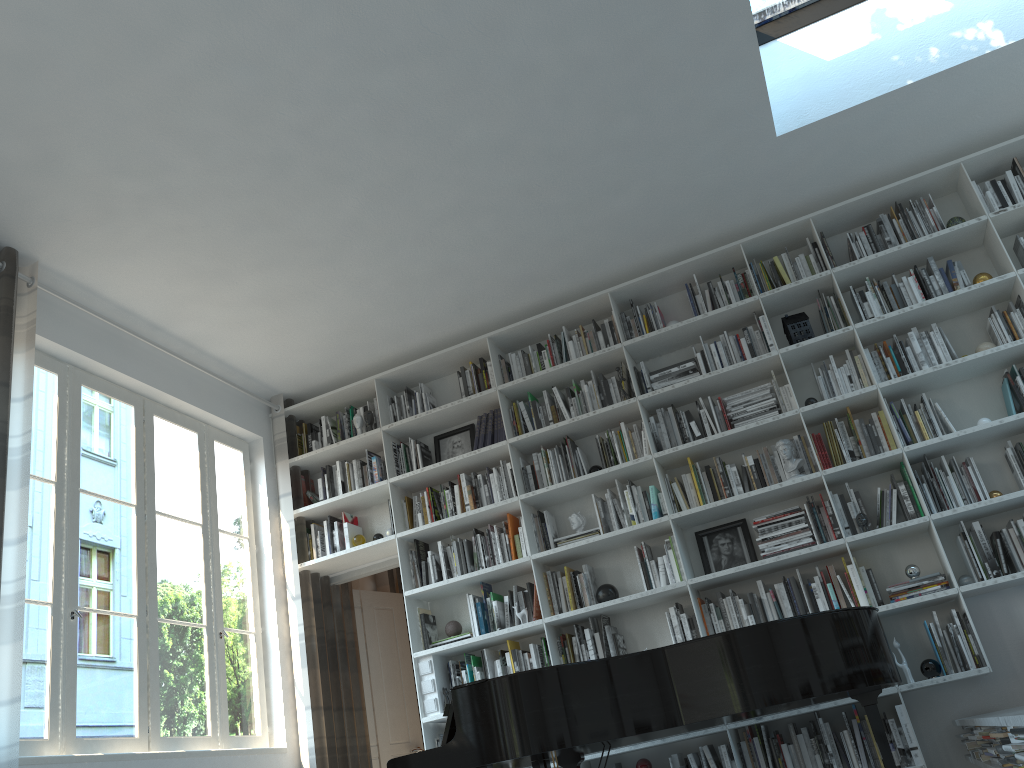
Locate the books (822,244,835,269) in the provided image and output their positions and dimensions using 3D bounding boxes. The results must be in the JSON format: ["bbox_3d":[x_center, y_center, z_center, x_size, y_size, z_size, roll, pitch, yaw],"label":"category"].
[{"bbox_3d":[1.877,-0.691,5.239,0.033,0.228,0.176,-19,-26,16],"label":"books"}]

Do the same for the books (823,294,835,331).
[{"bbox_3d":[1.840,-0.362,5.122,0.021,0.286,0.179,-19,-26,16],"label":"books"}]

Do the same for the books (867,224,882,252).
[{"bbox_3d":[2.132,-0.788,5.179,0.021,0.255,0.169,-19,-26,16],"label":"books"}]

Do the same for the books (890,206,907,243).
[{"bbox_3d":[2.255,-0.861,5.145,0.006,0.311,0.179,-19,-26,16],"label":"books"}]

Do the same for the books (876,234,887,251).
[{"bbox_3d":[2.168,-0.761,5.174,0.031,0.189,0.133,-19,-26,16],"label":"books"}]

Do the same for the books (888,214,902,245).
[{"bbox_3d":[2.240,-0.836,5.158,0.007,0.284,0.160,-19,-26,16],"label":"books"}]

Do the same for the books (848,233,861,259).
[{"bbox_3d":[2.025,-0.745,5.208,0.011,0.243,0.173,-19,-26,16],"label":"books"}]

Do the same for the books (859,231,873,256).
[{"bbox_3d":[2.084,-0.757,5.187,0.028,0.225,0.164,-19,-26,16],"label":"books"}]

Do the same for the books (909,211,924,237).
[{"bbox_3d":[2.344,-0.861,5.113,0.024,0.251,0.150,-19,-26,16],"label":"books"}]

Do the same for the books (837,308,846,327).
[{"bbox_3d":[1.917,-0.328,5.124,0.015,0.200,0.130,-19,-26,16],"label":"books"}]

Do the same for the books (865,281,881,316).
[{"bbox_3d":[2.075,-0.432,5.067,0.011,0.282,0.173,-19,-26,16],"label":"books"}]

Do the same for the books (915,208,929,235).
[{"bbox_3d":[2.367,-0.873,5.105,0.014,0.257,0.150,-19,-26,16],"label":"books"}]

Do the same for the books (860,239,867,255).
[{"bbox_3d":[2.073,-0.737,5.201,0.009,0.205,0.147,-19,-26,16],"label":"books"}]

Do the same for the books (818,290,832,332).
[{"bbox_3d":[1.830,-0.372,5.155,0.025,0.338,0.143,-19,-25,16],"label":"books"}]

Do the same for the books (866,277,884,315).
[{"bbox_3d":[2.082,-0.449,5.063,0.014,0.305,0.153,-19,-26,16],"label":"books"}]

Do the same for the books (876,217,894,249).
[{"bbox_3d":[2.174,-0.814,5.144,0.028,0.257,0.185,-19,-26,16],"label":"books"}]

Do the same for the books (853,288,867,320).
[{"bbox_3d":[2.012,-0.403,5.098,0.011,0.278,0.134,-19,-26,16],"label":"books"}]

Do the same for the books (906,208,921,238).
[{"bbox_3d":[2.327,-0.866,5.122,0.008,0.273,0.163,-19,-26,16],"label":"books"}]

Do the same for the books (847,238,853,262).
[{"bbox_3d":[1.989,-0.721,5.196,0.046,0.205,0.184,-19,-26,16],"label":"books"}]

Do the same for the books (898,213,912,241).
[{"bbox_3d":[2.283,-0.842,5.125,0.008,0.250,0.170,-19,-26,16],"label":"books"}]

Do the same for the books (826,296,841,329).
[{"bbox_3d":[1.883,-0.360,5.146,0.013,0.287,0.132,-19,-26,16],"label":"books"}]

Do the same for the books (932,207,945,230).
[{"bbox_3d":[2.445,-0.880,5.065,0.014,0.208,0.188,-19,-26,16],"label":"books"}]

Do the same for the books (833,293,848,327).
[{"bbox_3d":[1.914,-0.376,5.130,0.005,0.290,0.131,-19,-25,16],"label":"books"}]

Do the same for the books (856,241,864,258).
[{"bbox_3d":[2.050,-0.725,5.188,0.009,0.182,0.160,-19,-26,16],"label":"books"}]

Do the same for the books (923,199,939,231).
[{"bbox_3d":[2.411,-0.904,5.083,0.008,0.277,0.181,-19,-26,16],"label":"books"}]

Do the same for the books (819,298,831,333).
[{"bbox_3d":[1.823,-0.345,5.131,0.022,0.270,0.182,-19,-26,16],"label":"books"}]

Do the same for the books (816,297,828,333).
[{"bbox_3d":[1.803,-0.344,5.123,0.021,0.271,0.191,-19,-26,16],"label":"books"}]

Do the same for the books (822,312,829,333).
[{"bbox_3d":[1.830,-0.301,5.141,0.022,0.198,0.144,-19,-26,16],"label":"books"}]

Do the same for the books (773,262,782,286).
[{"bbox_3d":[1.620,-0.605,5.351,0.007,0.263,0.133,-19,-26,16],"label":"books"}]

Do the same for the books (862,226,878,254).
[{"bbox_3d":[2.108,-0.780,5.184,0.030,0.254,0.161,-19,-26,16],"label":"books"}]

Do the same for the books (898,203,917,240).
[{"bbox_3d":[2.289,-0.875,5.115,0.015,0.298,0.184,-19,-26,16],"label":"books"}]

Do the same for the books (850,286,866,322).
[{"bbox_3d":[1.994,-0.408,5.085,0.012,0.284,0.160,-19,-26,16],"label":"books"}]

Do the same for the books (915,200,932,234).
[{"bbox_3d":[2.395,-0.902,5.129,0.008,0.320,0.134,-19,-25,16],"label":"books"}]

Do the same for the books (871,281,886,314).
[{"bbox_3d":[2.096,-0.436,5.051,0.010,0.267,0.166,-19,-26,16],"label":"books"}]

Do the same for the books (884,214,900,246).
[{"bbox_3d":[2.225,-0.833,5.170,0.017,0.294,0.139,-19,-26,16],"label":"books"}]

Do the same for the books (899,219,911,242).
[{"bbox_3d":[2.270,-0.820,5.105,0.018,0.200,0.189,-19,-26,16],"label":"books"}]

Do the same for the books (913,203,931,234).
[{"bbox_3d":[2.378,-0.894,5.113,0.019,0.298,0.137,-19,-26,16],"label":"books"}]

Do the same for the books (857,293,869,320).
[{"bbox_3d":[2.024,-0.390,5.082,0.012,0.238,0.139,-19,-26,16],"label":"books"}]

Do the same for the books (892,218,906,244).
[{"bbox_3d":[2.250,-0.822,5.127,0.018,0.230,0.160,-19,-26,16],"label":"books"}]

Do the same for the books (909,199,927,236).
[{"bbox_3d":[2.350,-0.893,5.112,0.008,0.305,0.183,-19,-26,16],"label":"books"}]

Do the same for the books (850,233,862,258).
[{"bbox_3d":[2.038,-0.750,5.215,0.012,0.254,0.134,-19,-26,16],"label":"books"}]

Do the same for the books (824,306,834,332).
[{"bbox_3d":[1.846,-0.320,5.129,0.024,0.216,0.169,-19,-26,16],"label":"books"}]

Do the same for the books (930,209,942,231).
[{"bbox_3d":[2.433,-0.875,5.078,0.018,0.213,0.158,-19,-26,16],"label":"books"}]

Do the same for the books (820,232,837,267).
[{"bbox_3d":[1.886,-0.734,5.241,0.019,0.303,0.176,-19,-26,16],"label":"books"}]

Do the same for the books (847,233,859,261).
[{"bbox_3d":[2.012,-0.745,5.203,0.009,0.243,0.174,-19,-26,16],"label":"books"}]

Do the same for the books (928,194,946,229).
[{"bbox_3d":[2.446,-0.926,5.083,0.006,0.305,0.164,-19,-26,16],"label":"books"}]

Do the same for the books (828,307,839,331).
[{"bbox_3d":[1.867,-0.325,5.119,0.013,0.209,0.140,-19,-26,16],"label":"books"}]

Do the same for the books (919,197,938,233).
[{"bbox_3d":[2.402,-0.906,5.095,0.013,0.295,0.189,-19,-26,16],"label":"books"}]

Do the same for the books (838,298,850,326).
[{"bbox_3d":[1.914,-0.355,5.082,0.008,0.213,0.224,-19,-26,16],"label":"books"}]

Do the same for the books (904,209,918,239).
[{"bbox_3d":[2.319,-0.863,5.129,0.012,0.279,0.144,-19,-26,16],"label":"books"}]

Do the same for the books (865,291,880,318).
[{"bbox_3d":[2.059,-0.399,5.042,0.026,0.207,0.181,-19,-26,16],"label":"books"}]

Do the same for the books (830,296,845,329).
[{"bbox_3d":[1.883,-0.360,5.097,0.013,0.247,0.187,-19,-26,16],"label":"books"}]

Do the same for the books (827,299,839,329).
[{"bbox_3d":[1.867,-0.351,5.117,0.005,0.254,0.159,-19,-26,16],"label":"books"}]

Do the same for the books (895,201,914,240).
[{"bbox_3d":[2.282,-0.879,5.138,0.007,0.328,0.184,-19,-26,16],"label":"books"}]

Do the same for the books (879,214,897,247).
[{"bbox_3d":[2.203,-0.830,5.164,0.024,0.291,0.168,-19,-26,16],"label":"books"}]

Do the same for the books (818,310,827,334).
[{"bbox_3d":[1.814,-0.305,5.142,0.019,0.213,0.156,-19,-26,16],"label":"books"}]

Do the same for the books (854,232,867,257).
[{"bbox_3d":[2.051,-0.753,5.184,0.013,0.228,0.174,-19,-26,16],"label":"books"}]

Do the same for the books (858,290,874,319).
[{"bbox_3d":[2.039,-0.400,5.072,0.026,0.242,0.148,-19,-26,16],"label":"books"}]
